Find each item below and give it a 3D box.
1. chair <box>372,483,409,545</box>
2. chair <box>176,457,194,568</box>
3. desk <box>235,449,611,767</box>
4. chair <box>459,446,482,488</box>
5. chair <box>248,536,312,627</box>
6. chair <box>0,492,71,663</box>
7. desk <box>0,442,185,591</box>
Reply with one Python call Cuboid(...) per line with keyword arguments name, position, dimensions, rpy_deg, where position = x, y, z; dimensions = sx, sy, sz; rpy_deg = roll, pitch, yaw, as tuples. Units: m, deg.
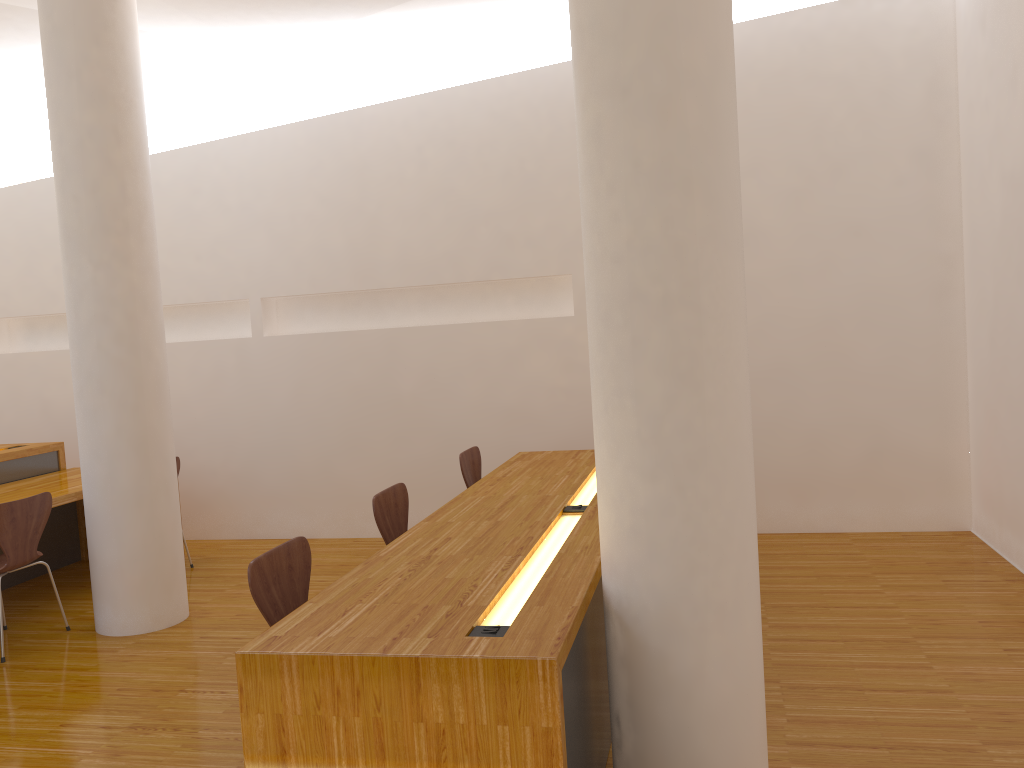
Cuboid(name="chair", position=(-0.324, 0.772, 3.660), dimensions=(0.381, 0.693, 0.428), rpy_deg=(-3, 3, 13))
Cuboid(name="chair", position=(-2.190, 0.798, 5.225), dimensions=(0.381, 0.693, 0.428), rpy_deg=(-3, 3, 13))
Cuboid(name="desk", position=(0.088, 0.792, 3.545), dimensions=(0.760, 0.606, 3.185), rpy_deg=(-3, 3, 13))
Cuboid(name="chair", position=(-0.045, 0.691, 4.742), dimensions=(0.381, 0.693, 0.428), rpy_deg=(-3, 3, 13))
Cuboid(name="chair", position=(-0.534, 0.842, 2.714), dimensions=(0.381, 0.693, 0.428), rpy_deg=(-3, 3, 13))
Cuboid(name="chair", position=(-2.394, 0.876, 4.127), dimensions=(0.381, 0.693, 0.428), rpy_deg=(-3, 3, 13))
Cuboid(name="desk", position=(-3.213, 0.876, 4.248), dimensions=(1.527, 0.785, 3.243), rpy_deg=(-3, 3, 13))
